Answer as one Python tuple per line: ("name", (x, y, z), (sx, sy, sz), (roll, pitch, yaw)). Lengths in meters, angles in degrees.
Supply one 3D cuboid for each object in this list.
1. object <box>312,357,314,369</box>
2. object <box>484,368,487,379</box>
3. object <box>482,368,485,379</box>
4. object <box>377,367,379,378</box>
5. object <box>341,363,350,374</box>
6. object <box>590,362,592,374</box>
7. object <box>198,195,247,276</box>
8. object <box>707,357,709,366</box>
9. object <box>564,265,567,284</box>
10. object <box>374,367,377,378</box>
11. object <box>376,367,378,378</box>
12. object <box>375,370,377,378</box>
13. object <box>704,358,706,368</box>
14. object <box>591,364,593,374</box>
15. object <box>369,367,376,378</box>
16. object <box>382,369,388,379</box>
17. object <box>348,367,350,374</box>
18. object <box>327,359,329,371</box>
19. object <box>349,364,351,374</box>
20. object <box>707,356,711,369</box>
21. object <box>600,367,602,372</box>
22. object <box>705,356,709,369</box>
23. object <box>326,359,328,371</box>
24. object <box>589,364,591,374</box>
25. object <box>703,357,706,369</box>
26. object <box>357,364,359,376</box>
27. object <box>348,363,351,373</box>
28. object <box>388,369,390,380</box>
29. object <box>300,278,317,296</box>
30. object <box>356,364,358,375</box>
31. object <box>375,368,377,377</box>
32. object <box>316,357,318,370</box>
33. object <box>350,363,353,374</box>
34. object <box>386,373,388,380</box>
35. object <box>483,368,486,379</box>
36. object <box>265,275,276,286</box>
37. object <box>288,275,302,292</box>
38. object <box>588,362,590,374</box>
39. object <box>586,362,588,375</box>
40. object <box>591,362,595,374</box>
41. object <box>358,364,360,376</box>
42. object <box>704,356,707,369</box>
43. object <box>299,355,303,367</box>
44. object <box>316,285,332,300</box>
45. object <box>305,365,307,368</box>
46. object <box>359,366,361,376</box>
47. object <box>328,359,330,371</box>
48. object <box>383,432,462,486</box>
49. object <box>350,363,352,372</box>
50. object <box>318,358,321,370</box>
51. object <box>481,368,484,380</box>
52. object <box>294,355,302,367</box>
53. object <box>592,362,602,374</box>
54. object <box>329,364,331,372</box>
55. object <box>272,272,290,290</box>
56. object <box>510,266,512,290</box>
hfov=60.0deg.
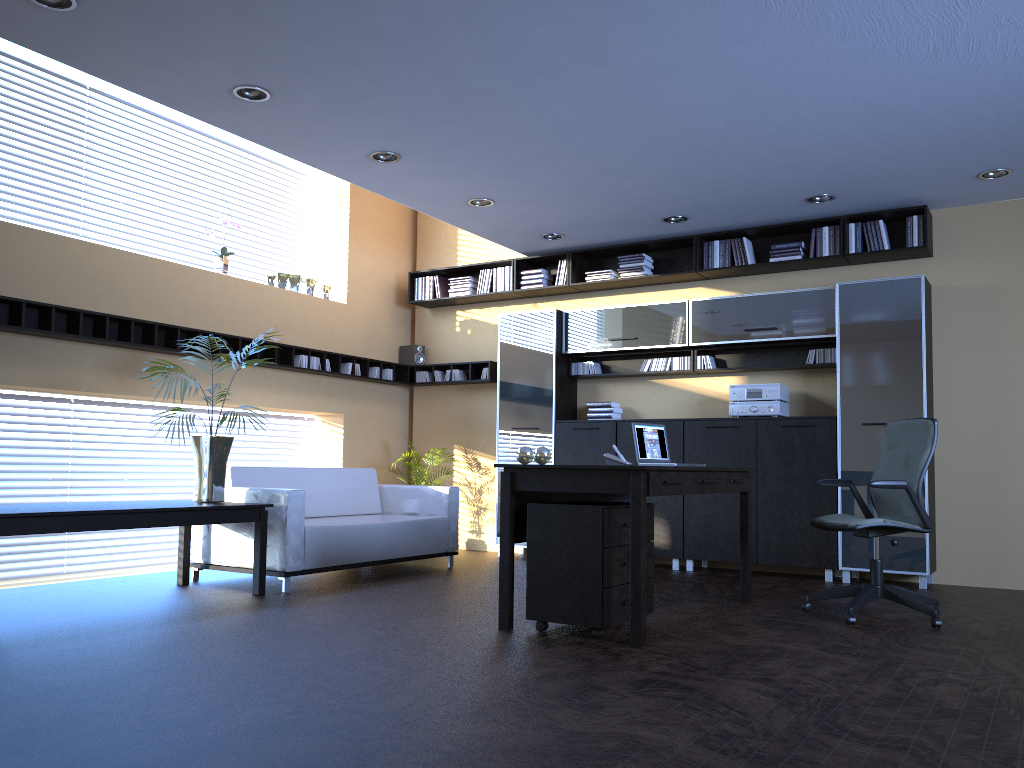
("object", (-1.958, -0.199, 8.506), (0.142, 0.120, 0.009), (-2, -5, 31))
("object", (-0.241, -0.101, 9.266), (0.030, 0.120, 0.142), (-2, -5, 31))
("object", (-0.258, -0.100, 9.276), (0.030, 0.120, 0.142), (-2, -5, 31))
("object", (-1.462, -0.115, 9.312), (0.142, 0.120, 0.030), (-2, -5, 31))
("object", (-1.699, -0.153, 8.933), (0.142, 0.118, 0.040), (-2, -5, 31))
("object", (0.798, -0.147, 8.626), (0.030, 0.120, 0.142), (-2, -5, 31))
("object", (-2.563, -1.302, 7.944), (0.351, 0.694, 0.438), (0, -4, 11))
("object", (1.797, -0.190, 8.017), (0.026, 0.117, 0.140), (-2, -5, 32))
("object", (0.584, -1.081, 8.745), (0.075, 0.259, 0.208), (-2, -5, 31))
("object", (-1.485, -0.117, 9.289), (0.142, 0.120, 0.030), (-2, -5, 31))
("object", (-1.470, -0.115, 9.304), (0.142, 0.120, 0.030), (-2, -5, 31))
("object", (-1.474, -0.117, 9.294), (0.140, 0.117, 0.026), (-2, -5, 31))
("object", (1.771, -0.189, 8.035), (0.026, 0.117, 0.140), (-2, -5, 32))
("object", (0.809, -0.147, 8.624), (0.030, 0.120, 0.142), (-2, -5, 31))
("object", (-1.491, -0.117, 9.275), (0.142, 0.118, 0.040), (-2, -5, 31))
("object", (-1.386, -0.101, 9.437), (0.142, 0.118, 0.040), (-2, -5, 31))
("object", (-1.693, -0.153, 8.947), (0.140, 0.117, 0.026), (-2, -5, 32))
("object", (-1.855, -0.179, 8.689), (0.142, 0.120, 0.030), (-2, -5, 31))
("object", (-1.688, -0.152, 8.957), (0.142, 0.120, 0.030), (-2, -5, 31))
("object", (1.798, -0.190, 8.020), (0.030, 0.120, 0.142), (-2, -5, 32))
("object", (0.832, -0.147, 8.613), (0.036, 0.115, 0.140), (-2, -5, 31))
("object", (1.787, -0.190, 8.022), (0.030, 0.120, 0.142), (-2, -5, 32))
("object", (-1.860, -0.182, 8.668), (0.142, 0.120, 0.030), (-2, -5, 31))
("object", (0.789, -0.147, 8.631), (0.026, 0.117, 0.140), (-2, -5, 32))
("object", (1.753, -0.188, 8.045), (0.009, 0.120, 0.142), (-2, -5, 31))
("object", (-1.626, -0.142, 9.044), (0.142, 0.120, 0.030), (-2, -5, 31))
("object", (-1.695, -0.152, 8.949), (0.142, 0.120, 0.030), (-2, -5, 31))
("object", (-1.367, -0.099, 9.466), (0.142, 0.120, 0.009), (-2, -5, 31))
("object", (-2.027, -0.951, 8.799), (0.137, 0.173, 0.144), (-1, -5, 22))
("object", (-1.635, -0.143, 9.037), (0.142, 0.120, 0.030), (-2, -5, 31))
("object", (-1.477, -0.116, 9.296), (0.142, 0.120, 0.030), (-2, -5, 31))
("object", (-1.932, -0.194, 8.549), (0.142, 0.120, 0.009), (-2, -5, 31))
("object", (-1.680, -0.150, 8.976), (0.142, 0.120, 0.030), (-2, -5, 31))
("object", (-1.378, -0.100, 9.460), (0.142, 0.120, 0.009), (-2, -5, 31))
("object", (-0.250, -0.101, 9.271), (0.030, 0.120, 0.142), (-2, -5, 31))
("object", (-2.283, -0.964, 8.380), (0.090, 0.113, 0.094), (3, -5, -23))
("object", (-2.123, -0.966, 8.648), (0.137, 0.173, 0.144), (1, -5, -8))
("object", (0.773, -0.146, 8.645), (0.009, 0.120, 0.142), (-2, -5, 31))
("object", (0.762, -0.146, 8.647), (0.009, 0.120, 0.142), (-2, -5, 31))
("object", (0.814, -0.148, 8.613), (0.030, 0.120, 0.142), (-2, -5, 31))
("object", (-1.619, -0.140, 9.064), (0.142, 0.120, 0.030), (-2, -5, 31))
("object", (1.778, -0.189, 8.027), (0.030, 0.120, 0.142), (-2, -5, 32))
("object", (-2.037, -0.212, 8.381), (0.142, 0.120, 0.009), (-2, -5, 32))
("object", (-1.908, -0.918, 8.992), (0.118, 0.149, 0.124), (-2, -5, 32))
("object", (-2.009, -0.206, 8.435), (0.142, 0.120, 0.009), (-2, -5, 31))
("object", (-1.612, -0.138, 9.077), (0.142, 0.118, 0.040), (-2, -5, 31))
("object", (-1.844, -0.177, 8.699), (0.142, 0.118, 0.040), (-2, -5, 31))
("object", (-0.899, 1.113, 9.158), (0.841, 1.238, 0.690), (3, -5, -25))
("object", (-1.684, -0.151, 8.966), (0.140, 0.117, 0.026), (-2, -5, 31))
("object", (-1.912, -0.189, 8.590), (0.142, 0.118, 0.040), (-2, -5, 32))
("object", (-0.271, -0.099, 9.284), (0.040, 0.118, 0.142), (-2, -5, 31))
("object", (-2.051, -0.212, 8.361), (0.142, 0.118, 0.040), (-2, -5, 31))
("object", (0.829, -0.147, 8.608), (0.040, 0.118, 0.142), (-2, -5, 31))
("object", (-1.842, -0.177, 8.699), (0.140, 0.115, 0.036), (-2, -5, 32))
("object", (-2.214, -0.975, 8.493), (0.133, 0.159, 0.126), (4, -6, -38))
("object", (0.050, -1.058, 9.067), (0.050, 0.258, 0.208), (-2, -5, 31))
